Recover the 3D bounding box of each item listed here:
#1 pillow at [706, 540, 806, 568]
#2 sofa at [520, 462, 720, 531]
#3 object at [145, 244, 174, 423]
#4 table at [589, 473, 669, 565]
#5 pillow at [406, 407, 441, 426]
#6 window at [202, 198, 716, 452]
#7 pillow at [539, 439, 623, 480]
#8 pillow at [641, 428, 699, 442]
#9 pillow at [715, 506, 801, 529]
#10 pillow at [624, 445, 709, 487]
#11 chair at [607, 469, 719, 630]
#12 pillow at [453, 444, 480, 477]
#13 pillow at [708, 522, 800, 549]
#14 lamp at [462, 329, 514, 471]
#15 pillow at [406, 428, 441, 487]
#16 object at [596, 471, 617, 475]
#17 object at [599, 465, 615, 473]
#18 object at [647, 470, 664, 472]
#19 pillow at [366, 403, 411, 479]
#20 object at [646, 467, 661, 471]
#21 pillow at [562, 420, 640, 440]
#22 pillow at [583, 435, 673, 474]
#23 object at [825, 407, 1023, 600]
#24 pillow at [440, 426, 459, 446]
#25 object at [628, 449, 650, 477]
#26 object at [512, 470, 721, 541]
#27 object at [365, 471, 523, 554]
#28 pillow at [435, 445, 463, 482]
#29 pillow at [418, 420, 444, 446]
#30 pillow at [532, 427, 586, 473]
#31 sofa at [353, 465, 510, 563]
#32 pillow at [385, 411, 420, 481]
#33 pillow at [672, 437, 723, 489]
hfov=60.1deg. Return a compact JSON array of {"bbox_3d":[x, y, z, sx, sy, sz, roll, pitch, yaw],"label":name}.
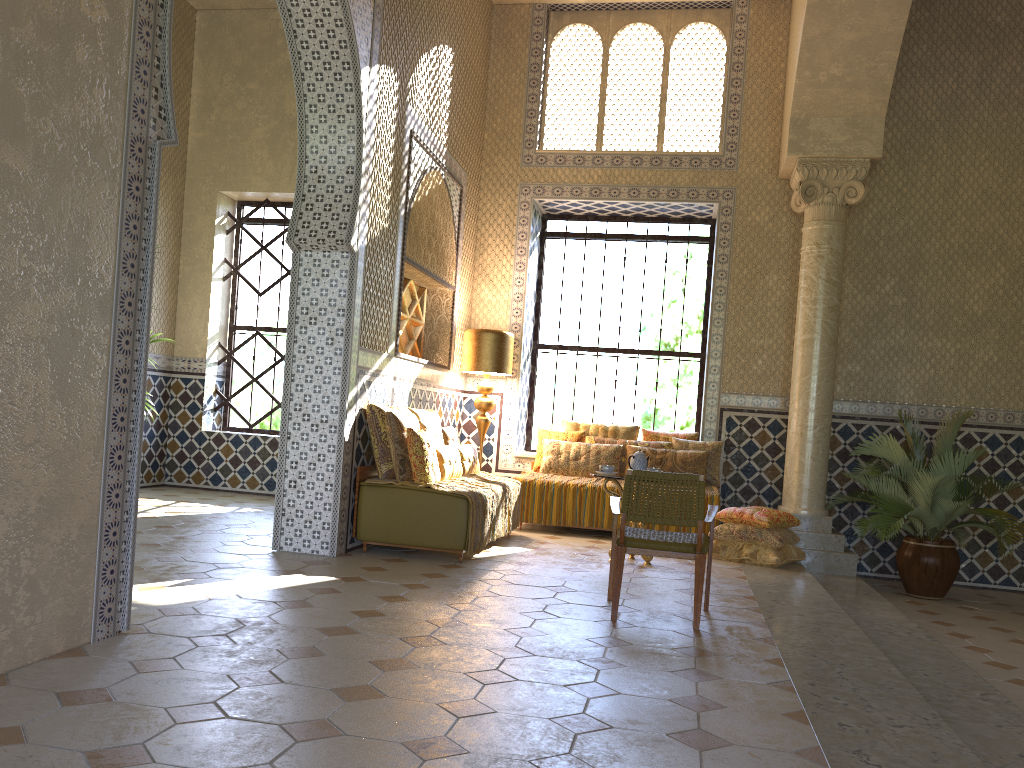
[{"bbox_3d":[3.057,2.103,11.138,0.989,0.368,1.045,3,-2,36],"label":"pillow"},{"bbox_3d":[1.528,1.717,12.777,2.847,0.938,1.275,4,-1,11],"label":"sofa"},{"bbox_3d":[-5.480,-0.181,11.198,2.254,3.555,2.756,4,0,15],"label":"object"},{"bbox_3d":[1.410,1.562,10.235,1.098,0.981,1.103,3,-1,41],"label":"table"},{"bbox_3d":[-1.100,0.730,11.287,0.422,0.832,1.194,4,-1,11],"label":"pillow"},{"bbox_3d":[-1.082,-0.927,14.654,8.479,3.993,0.574,4,1,7],"label":"window"},{"bbox_3d":[1.001,1.112,12.906,1.190,0.547,0.329,4,0,11],"label":"pillow"},{"bbox_3d":[2.318,1.086,13.177,0.855,0.801,0.393,4,0,11],"label":"pillow"},{"bbox_3d":[3.080,1.693,11.115,0.802,0.311,0.749,2,-3,45],"label":"pillow"},{"bbox_3d":[2.201,1.190,12.675,1.190,0.547,0.329,4,0,11],"label":"pillow"},{"bbox_3d":[1.237,1.316,7.395,0.949,1.210,0.907,4,0,11],"label":"chair"},{"bbox_3d":[-0.608,1.002,11.369,0.271,0.450,0.984,4,-2,11],"label":"pillow"},{"bbox_3d":[3.051,1.900,11.129,0.930,0.347,0.882,3,-2,31],"label":"pillow"},{"bbox_3d":[-0.431,0.627,13.054,0.738,2.815,0.735,4,1,-20],"label":"lamp"},{"bbox_3d":[-0.953,0.809,9.667,0.344,0.651,0.685,4,-1,11],"label":"pillow"},{"bbox_3d":[1.098,1.036,10.296,0.256,0.032,0.256,5,-2,-10],"label":"object"},{"bbox_3d":[1.101,0.998,10.295,0.184,0.100,0.183,4,-2,-8],"label":"object"},{"bbox_3d":[1.602,1.018,9.911,0.183,0.100,0.184,4,-2,7],"label":"object"},{"bbox_3d":[-1.326,0.664,10.113,0.422,0.832,1.194,4,-1,11],"label":"pillow"},{"bbox_3d":[1.674,1.050,10.543,0.183,0.100,0.183,4,-2,0],"label":"object"},{"bbox_3d":[1.295,0.988,13.315,1.191,0.833,0.422,4,0,11],"label":"pillow"},{"bbox_3d":[1.680,1.110,12.998,1.340,0.616,0.370,4,0,11],"label":"pillow"},{"bbox_3d":[5.533,1.524,11.409,2.642,2.503,2.164,4,-1,-2],"label":"object"},{"bbox_3d":[-0.811,0.860,11.360,0.313,0.638,0.682,4,-1,12],"label":"pillow"},{"bbox_3d":[1.468,0.915,10.264,0.273,0.324,0.199,4,0,0],"label":"object"},{"bbox_3d":[1.478,1.702,12.723,2.883,0.718,1.316,4,-2,11],"label":"object"},{"bbox_3d":[-0.722,1.454,10.613,1.313,0.718,2.890,4,-2,11],"label":"object"},{"bbox_3d":[-0.786,0.951,10.450,0.271,0.450,0.984,4,-2,11],"label":"pillow"},{"bbox_3d":[-0.961,0.786,10.572,0.340,0.693,0.742,4,-1,12],"label":"pillow"},{"bbox_3d":[0.698,1.017,13.208,0.740,0.694,0.341,4,0,11],"label":"pillow"},{"bbox_3d":[-0.781,1.460,10.637,1.272,0.937,2.853,4,-2,11],"label":"sofa"},{"bbox_3d":[-1.175,0.706,9.856,0.383,0.781,0.835,4,-1,12],"label":"pillow"},{"bbox_3d":[2.664,1.144,12.829,0.740,0.694,0.341,4,0,11],"label":"pillow"}]
